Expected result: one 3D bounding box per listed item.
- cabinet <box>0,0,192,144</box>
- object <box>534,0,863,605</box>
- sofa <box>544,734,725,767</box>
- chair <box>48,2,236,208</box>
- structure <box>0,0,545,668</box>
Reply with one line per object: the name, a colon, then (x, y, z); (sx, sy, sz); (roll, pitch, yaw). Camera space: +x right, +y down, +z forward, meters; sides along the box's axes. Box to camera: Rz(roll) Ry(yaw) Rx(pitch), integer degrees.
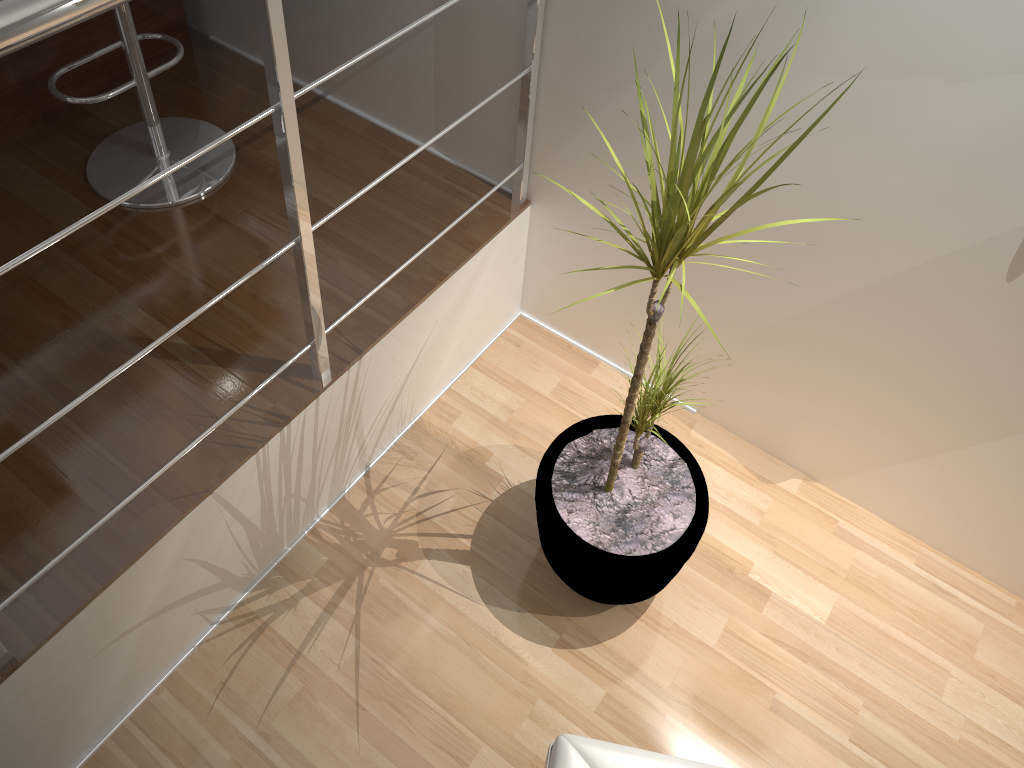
cabinet: (-1.801, -0.886, 2.127); (0.650, 0.693, 1.950); (28, 52, 19)
object: (0.234, -0.031, 1.634); (0.521, 1.357, 0.461); (-32, 59, -29)
sofa: (0.844, 1.157, 1.072); (1.785, 0.683, 0.978); (10, 48, 5)
chair: (-0.922, -0.861, 2.112); (0.435, 0.781, 0.411); (26, 52, 18)
structure: (-0.613, -0.093, 1.325); (0.059, 0.969, 2.452); (28, 52, 19)
